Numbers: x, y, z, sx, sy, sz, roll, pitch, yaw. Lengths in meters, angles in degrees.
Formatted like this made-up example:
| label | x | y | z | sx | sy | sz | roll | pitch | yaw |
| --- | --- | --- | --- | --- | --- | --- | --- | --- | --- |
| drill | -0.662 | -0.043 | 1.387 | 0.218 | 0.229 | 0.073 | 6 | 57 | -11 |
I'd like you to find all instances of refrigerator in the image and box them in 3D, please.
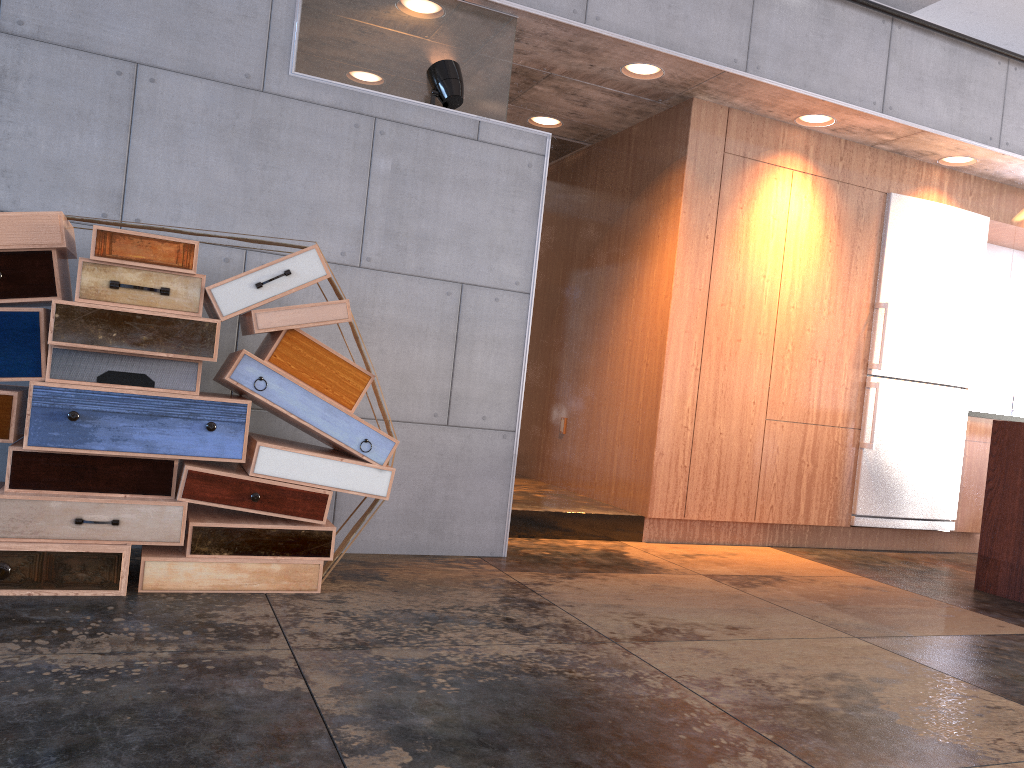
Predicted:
| label | x | y | z | sx | sy | sz | roll | pitch | yaw |
| --- | --- | --- | --- | --- | --- | --- | --- | --- | --- |
| refrigerator | 2.846 | -0.158 | 6.238 | 0.973 | 2.191 | 0.216 | 6 | 1 | -26 |

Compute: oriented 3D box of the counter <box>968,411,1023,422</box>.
| label | x | y | z | sx | sy | sz | roll | pitch | yaw |
| --- | --- | --- | --- | --- | --- | --- | --- | --- | --- |
| counter | 5.053 | 0.411 | 8.052 | 4.534 | 0.039 | 1.581 | 6 | 0 | -24 |

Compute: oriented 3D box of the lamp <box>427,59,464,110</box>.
| label | x | y | z | sx | sy | sz | roll | pitch | yaw |
| --- | --- | --- | --- | --- | --- | --- | --- | --- | --- |
| lamp | -0.323 | -1.439 | 4.302 | 0.175 | 0.259 | 0.207 | 6 | 0 | -41 |

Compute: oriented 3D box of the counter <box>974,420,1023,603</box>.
| label | x | y | z | sx | sy | sz | roll | pitch | yaw |
| --- | --- | --- | --- | --- | --- | --- | --- | --- | --- |
| counter | 5.945 | 1.041 | 5.838 | 6.765 | 0.971 | 1.123 | 6 | 0 | -24 |

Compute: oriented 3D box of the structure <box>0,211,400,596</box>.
| label | x | y | z | sx | sy | sz | roll | pitch | yaw |
| --- | --- | --- | --- | --- | --- | --- | --- | --- | --- |
| structure | -1.382 | 0.067 | 3.263 | 1.945 | 1.315 | 0.627 | 6 | 0 | -24 |

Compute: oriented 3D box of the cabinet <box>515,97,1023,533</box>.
| label | x | y | z | sx | sy | sz | roll | pitch | yaw |
| --- | --- | --- | --- | --- | --- | --- | --- | --- | --- |
| cabinet | 4.269 | -0.092 | 8.089 | 8.240 | 2.563 | 2.340 | 6 | 0 | -24 |
